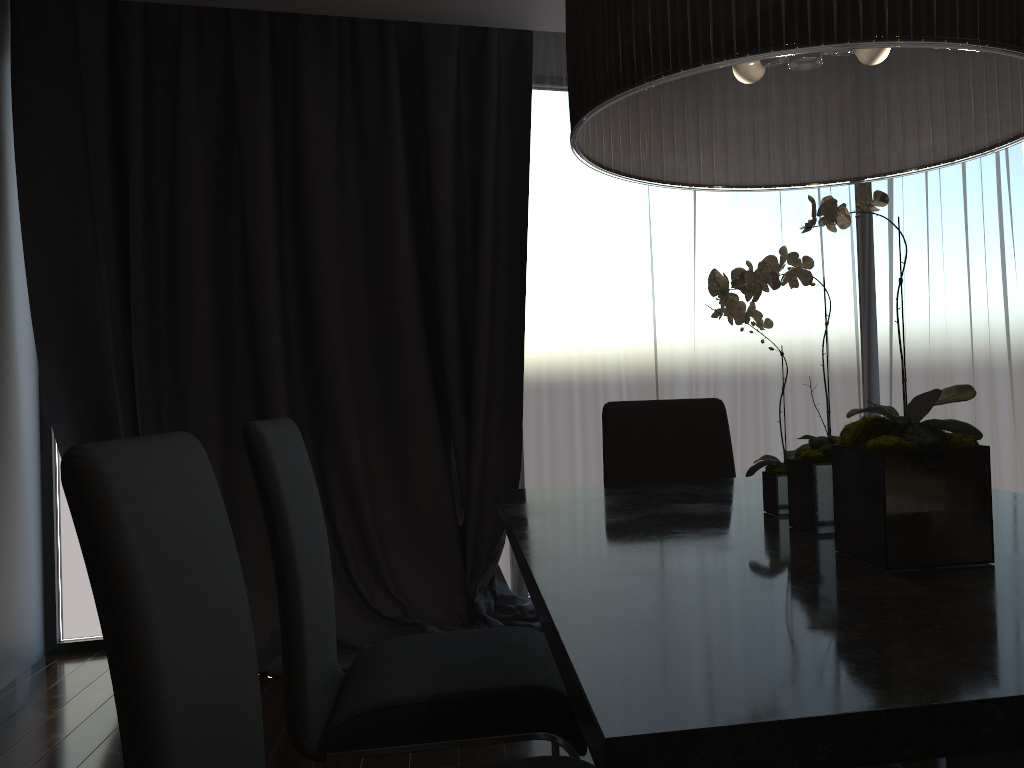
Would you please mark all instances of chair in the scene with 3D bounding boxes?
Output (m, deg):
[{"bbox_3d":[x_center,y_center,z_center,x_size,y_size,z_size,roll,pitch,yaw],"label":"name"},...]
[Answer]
[{"bbox_3d":[-0.170,0.540,1.695,0.582,0.964,0.421,-2,-1,-8],"label":"chair"},{"bbox_3d":[-0.124,0.531,1.005,0.582,0.964,0.421,-2,-1,-8],"label":"chair"},{"bbox_3d":[0.481,0.525,2.323,0.434,0.964,0.563,-2,-1,-6],"label":"chair"}]

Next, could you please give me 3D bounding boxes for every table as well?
[{"bbox_3d":[0.544,0.616,1.475,1.057,0.760,1.578,-2,-1,-6],"label":"table"}]

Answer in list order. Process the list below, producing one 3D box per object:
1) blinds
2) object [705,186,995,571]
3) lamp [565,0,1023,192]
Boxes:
[{"bbox_3d":[1.821,-0.454,4.363,7.722,2.894,0.725,-2,-1,-17],"label":"blinds"},{"bbox_3d":[0.463,-0.014,1.380,0.317,0.501,0.562,-2,-1,-9],"label":"object"},{"bbox_3d":[0.480,-0.964,1.486,0.782,1.103,0.826,-2,-1,17],"label":"lamp"}]
